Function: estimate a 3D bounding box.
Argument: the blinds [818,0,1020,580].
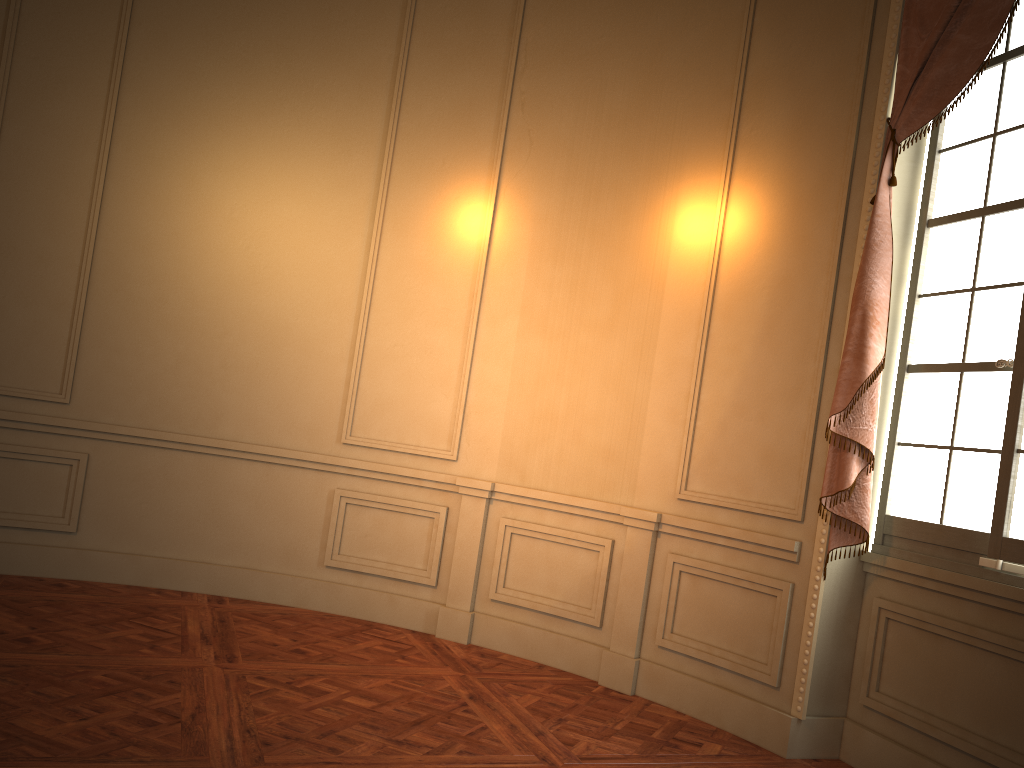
[{"bbox_3d":[1.708,-0.667,3.078,0.291,2.977,1.309,9,-2,-21],"label":"blinds"}]

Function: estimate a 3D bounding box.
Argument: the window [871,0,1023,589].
[{"bbox_3d":[1.927,-0.697,3.176,0.156,2.837,1.286,9,-2,-20],"label":"window"}]
